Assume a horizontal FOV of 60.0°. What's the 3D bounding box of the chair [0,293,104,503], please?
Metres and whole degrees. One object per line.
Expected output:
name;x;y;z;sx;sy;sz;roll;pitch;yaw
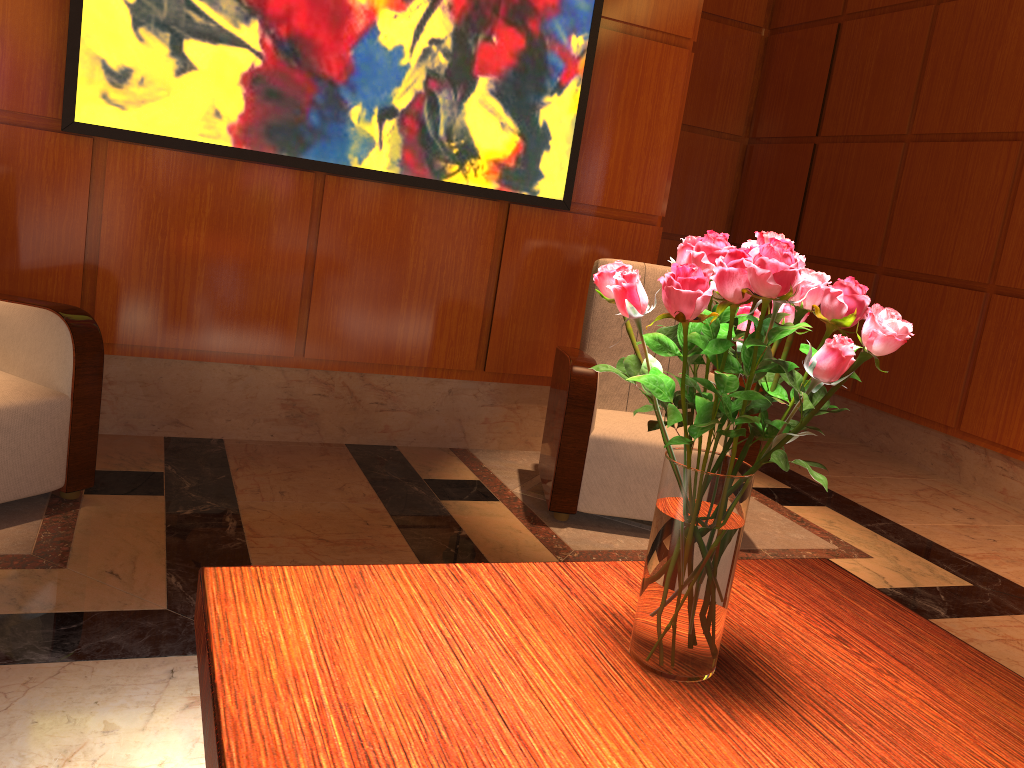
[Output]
chair;-1.689;-0.134;2.552;0.631;0.955;0.740;14;11;25

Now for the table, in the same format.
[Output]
table;0.173;0.647;1.225;1.166;0.531;0.730;4;11;-23

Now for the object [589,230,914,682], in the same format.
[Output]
object;0.262;0.092;1.169;0.350;0.592;0.329;8;10;-3

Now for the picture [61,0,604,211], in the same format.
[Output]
picture;-0.542;-1.670;3.379;1.994;1.726;0.057;4;10;-23

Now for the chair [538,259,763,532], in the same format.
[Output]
chair;0.549;0.025;3.491;0.737;0.955;0.633;8;10;-4
